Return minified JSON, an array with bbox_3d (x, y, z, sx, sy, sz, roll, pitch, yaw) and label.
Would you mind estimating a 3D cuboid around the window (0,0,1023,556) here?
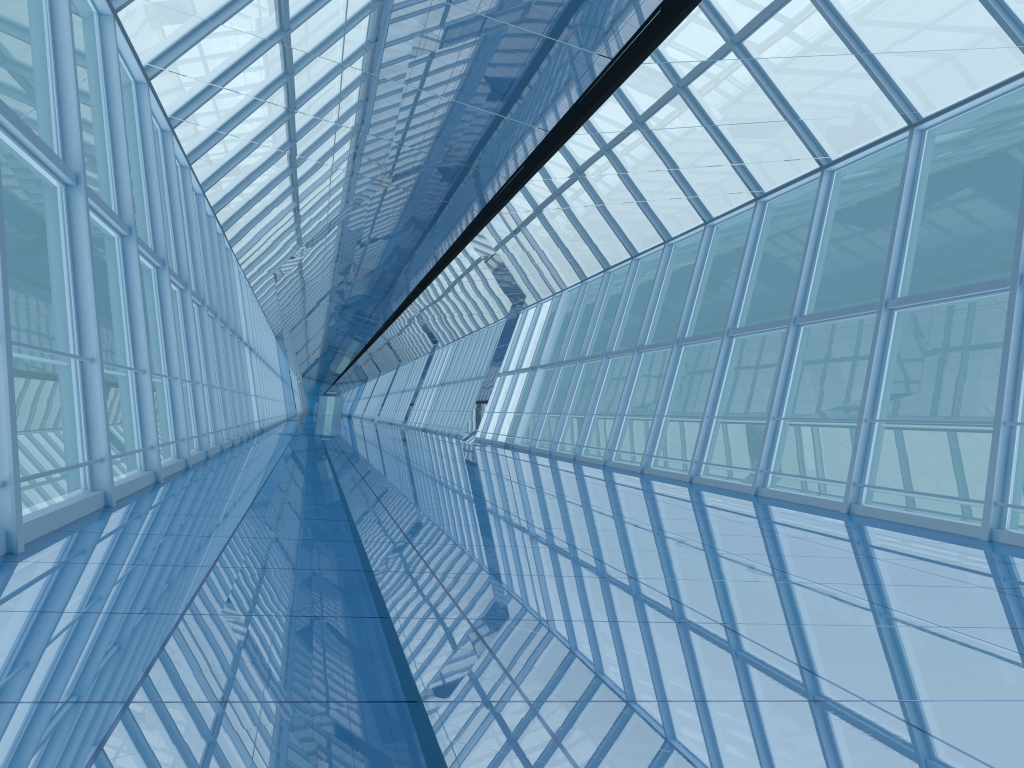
[{"bbox_3d":[-9.544,-0.077,50.521,9.859,4.971,105.439,5,-3,-13],"label":"window"}]
